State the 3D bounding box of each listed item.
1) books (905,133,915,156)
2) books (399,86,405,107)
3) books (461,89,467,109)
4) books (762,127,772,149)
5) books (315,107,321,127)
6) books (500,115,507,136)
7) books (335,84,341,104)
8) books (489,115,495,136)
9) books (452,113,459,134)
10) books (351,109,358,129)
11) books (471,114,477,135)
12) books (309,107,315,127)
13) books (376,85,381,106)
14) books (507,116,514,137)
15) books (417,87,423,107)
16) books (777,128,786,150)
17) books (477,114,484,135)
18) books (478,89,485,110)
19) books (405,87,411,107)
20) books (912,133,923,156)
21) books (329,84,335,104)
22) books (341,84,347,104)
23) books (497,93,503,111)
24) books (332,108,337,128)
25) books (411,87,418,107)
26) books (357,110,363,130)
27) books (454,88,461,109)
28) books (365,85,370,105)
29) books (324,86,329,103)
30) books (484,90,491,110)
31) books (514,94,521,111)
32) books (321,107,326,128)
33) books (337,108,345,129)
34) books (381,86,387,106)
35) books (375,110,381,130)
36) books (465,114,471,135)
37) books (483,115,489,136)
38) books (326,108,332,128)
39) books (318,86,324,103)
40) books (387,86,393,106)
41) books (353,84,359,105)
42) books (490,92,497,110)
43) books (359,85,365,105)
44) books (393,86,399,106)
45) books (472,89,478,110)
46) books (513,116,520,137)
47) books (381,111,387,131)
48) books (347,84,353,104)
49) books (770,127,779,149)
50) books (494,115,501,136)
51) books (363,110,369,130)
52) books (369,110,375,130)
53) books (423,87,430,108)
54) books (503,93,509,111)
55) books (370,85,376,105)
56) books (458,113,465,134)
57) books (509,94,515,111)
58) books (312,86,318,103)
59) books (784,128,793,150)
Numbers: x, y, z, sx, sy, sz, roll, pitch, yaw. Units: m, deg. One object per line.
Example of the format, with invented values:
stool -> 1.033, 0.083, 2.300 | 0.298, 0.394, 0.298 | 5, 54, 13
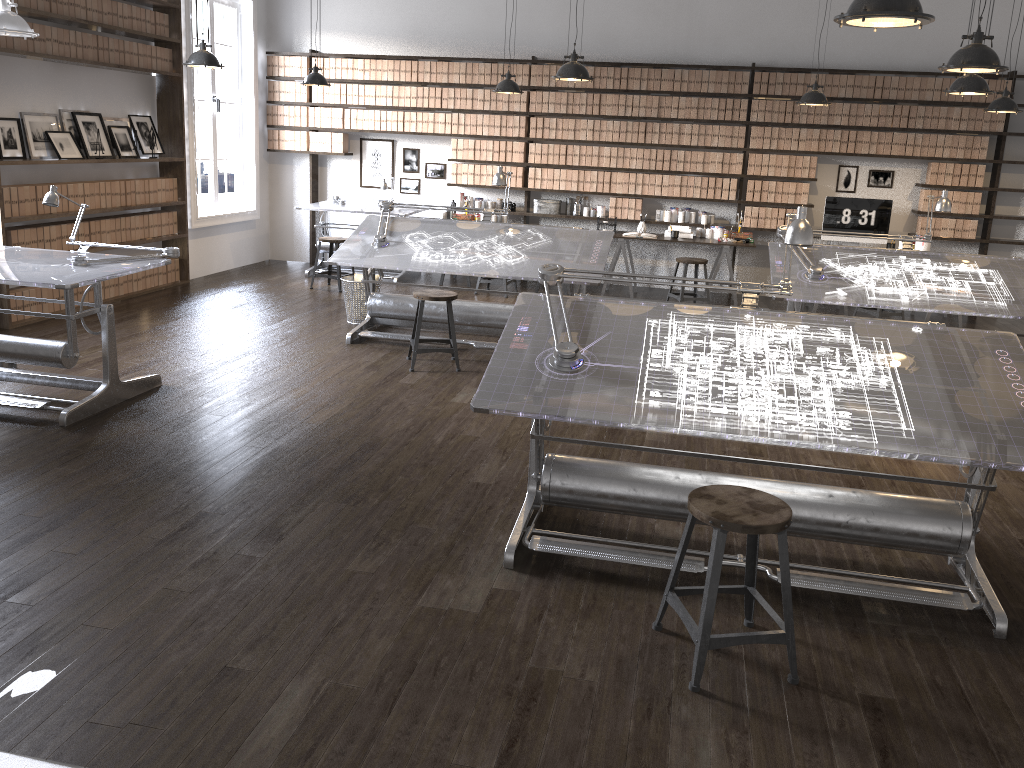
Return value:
books -> 4.051, -2.445, 9.049 | 0.067, 0.223, 0.176 | 5, 14, 11
books -> -1.217, -3.247, 10.023 | 0.067, 0.223, 0.176 | 5, 14, 11
books -> -0.517, -3.175, 9.886 | 0.067, 0.223, 0.176 | 5, 14, 11
books -> 2.680, -2.586, 9.315 | 0.067, 0.223, 0.176 | 5, 14, 11
books -> -2.220, -3.089, 10.270 | 0.067, 0.223, 0.176 | 5, 14, 11
books -> -0.075, -2.870, 9.856 | 0.067, 0.223, 0.176 | 5, 14, 11
books -> -1.971, -3.324, 10.169 | 0.067, 0.223, 0.176 | 5, 14, 11
books -> -0.207, -2.884, 9.880 | 0.067, 0.223, 0.176 | 5, 14, 11
books -> -0.616, -2.924, 9.955 | 0.067, 0.223, 0.176 | 5, 14, 11
books -> -1.782, -3.037, 10.185 | 0.067, 0.223, 0.176 | 5, 14, 11
books -> -0.408, -2.904, 9.920 | 0.067, 0.223, 0.176 | 5, 14, 11
books -> -2.292, -3.096, 10.281 | 0.067, 0.223, 0.176 | 5, 14, 11
books -> -1.487, -3.274, 10.073 | 0.067, 0.223, 0.176 | 5, 14, 11
books -> -0.006, -2.863, 9.843 | 0.067, 0.223, 0.176 | 5, 14, 11
books -> -1.009, -3.224, 9.976 | 0.067, 0.223, 0.176 | 5, 14, 11
books -> 2.821, -2.573, 9.295 | 0.067, 0.223, 0.176 | 5, 14, 11
books -> -0.340, -2.896, 9.903 | 0.067, 0.223, 0.176 | 5, 14, 11
books -> -0.325, -3.155, 9.846 | 0.067, 0.223, 0.176 | 5, 14, 11
books -> -1.149, -3.239, 10.006 | 0.067, 0.223, 0.176 | 5, 14, 11
books -> 4.122, -2.439, 9.038 | 0.067, 0.223, 0.176 | 5, 14, 11
books -> -2.036, -3.330, 10.179 | 0.067, 0.223, 0.176 | 5, 14, 11
books -> -1.900, -3.315, 10.150 | 0.067, 0.223, 0.176 | 5, 14, 11
books -> -0.117, -3.134, 9.810 | 0.067, 0.223, 0.176 | 5, 14, 11
books -> -2.011, -3.068, 10.230 | 0.067, 0.223, 0.176 | 5, 14, 11
books -> -1.079, -3.231, 9.989 | 0.067, 0.223, 0.176 | 5, 14, 11
books -> -1.713, -3.031, 10.175 | 0.067, 0.223, 0.176 | 5, 14, 11
books -> -0.587, -3.182, 9.900 | 0.067, 0.223, 0.176 | 5, 14, 11
books -> -1.618, -3.288, 10.100 | 0.067, 0.223, 0.176 | 5, 14, 11
books -> -2.098, -3.335, 10.187 | 0.067, 0.223, 0.176 | 5, 14, 11
books -> -0.255, -3.147, 9.831 | 0.067, 0.223, 0.176 | 5, 14, 11
books -> 0.077, -3.113, 9.768 | 0.067, 0.223, 0.176 | 5, 14, 11
books -> -2.151, -3.083, 10.261 | 0.067, 0.223, 0.176 | 5, 14, 11
books -> -1.950, -3.061, 10.214 | 0.067, 0.223, 0.176 | 5, 14, 11
books -> -1.425, -3.267, 10.060 | 0.067, 0.223, 0.176 | 5, 14, 11
books -> -1.507, -3.008, 10.130 | 0.067, 0.223, 0.176 | 5, 14, 11
books -> -0.475, -2.912, 9.935 | 0.067, 0.223, 0.176 | 5, 14, 11
books -> -0.268, -2.889, 9.891 | 0.067, 0.223, 0.176 | 5, 14, 11
books -> -2.084, -3.076, 10.246 | 0.067, 0.223, 0.176 | 5, 14, 11
books -> -2.169, -3.343, 10.201 | 0.067, 0.223, 0.176 | 5, 14, 11
books -> -1.355, -3.260, 10.044 | 0.067, 0.223, 0.176 | 5, 14, 11
books -> -1.757, -3.301, 10.123 | 0.067, 0.223, 0.176 | 5, 14, 11
books -> -0.185, -3.141, 9.821 | 0.067, 0.223, 0.176 | 5, 14, 11
books -> -1.687, -3.295, 10.114 | 0.067, 0.223, 0.176 | 5, 14, 11
books -> -1.285, -3.254, 10.035 | 0.067, 0.223, 0.176 | 5, 14, 11
books -> -0.386, -3.161, 9.860 | 0.067, 0.223, 0.176 | 5, 14, 11
books -> 0.063, -2.855, 9.825 | 0.067, 0.223, 0.176 | 5, 14, 11
books -> -1.436, -3.001, 10.116 | 0.067, 0.223, 0.176 | 5, 14, 11
books -> -1.825, -3.309, 10.141 | 0.067, 0.223, 0.176 | 5, 14, 11
books -> 2.752, -2.579, 9.304 | 0.067, 0.223, 0.176 | 5, 14, 11
books -> -0.142, -2.876, 9.863 | 0.067, 0.223, 0.176 | 5, 14, 11
books -> -1.644, -3.025, 10.164 | 0.067, 0.223, 0.176 | 5, 14, 11
books -> -1.577, -3.017, 10.147 | 0.067, 0.223, 0.176 | 5, 14, 11
books -> -0.946, -3.219, 9.968 | 0.067, 0.223, 0.176 | 5, 14, 11
books -> -0.050, -3.126, 9.790 | 0.067, 0.223, 0.176 | 5, 14, 11
books -> -1.553, -3.280, 10.082 | 0.067, 0.223, 0.176 | 5, 14, 11
books -> -0.544, -2.918, 9.945 | 0.067, 0.223, 0.176 | 5, 14, 11
books -> 0.016, -3.120, 9.781 | 0.067, 0.223, 0.176 | 5, 14, 11
books -> -2.239, -3.351, 10.218 | 0.067, 0.223, 0.176 | 5, 14, 11
books -> 2.889, -2.566, 9.280 | 0.067, 0.223, 0.176 | 5, 14, 11
